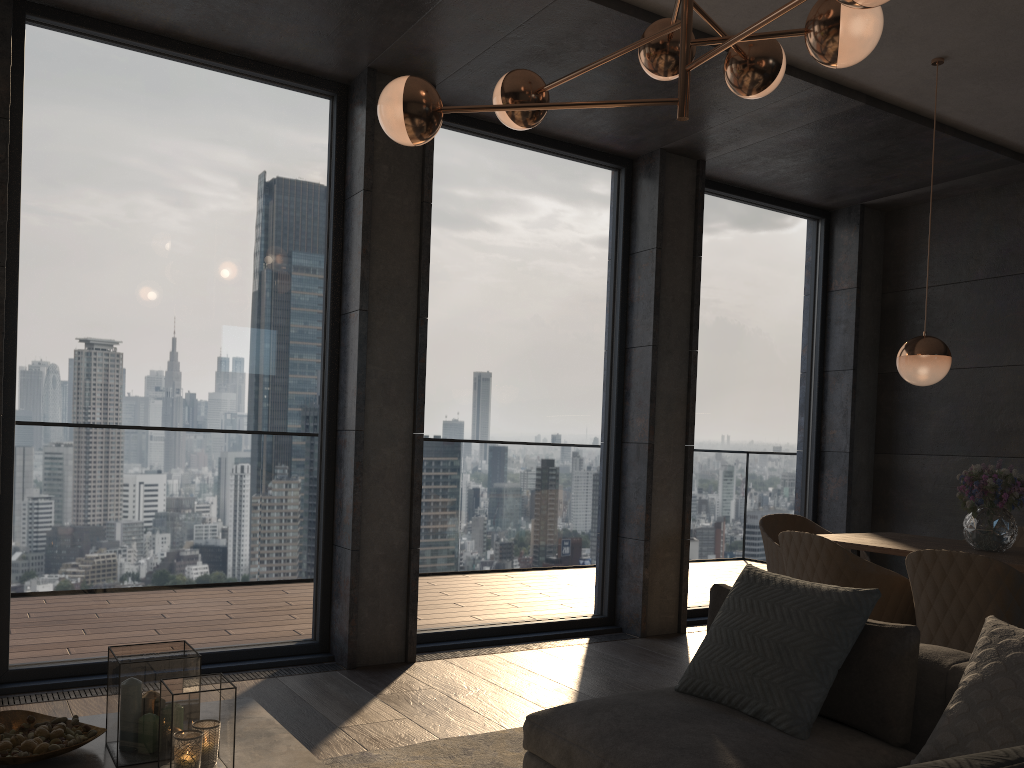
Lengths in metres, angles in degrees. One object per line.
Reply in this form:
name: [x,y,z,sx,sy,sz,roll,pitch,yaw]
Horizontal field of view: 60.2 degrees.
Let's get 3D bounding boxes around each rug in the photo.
rug: [-0.506,1.284,2.224,3.149,0.020,1.729,5,-5,-32]

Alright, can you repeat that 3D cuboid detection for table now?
table: [2.078,1.123,3.918,0.770,0.769,1.466,3,-3,-32]
table: [-0.989,1.106,2.199,0.932,0.309,0.930,4,-4,-32]

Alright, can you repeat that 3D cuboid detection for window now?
window: [-0.758,-0.041,4.745,7.279,3.003,0.198,4,0,-32]

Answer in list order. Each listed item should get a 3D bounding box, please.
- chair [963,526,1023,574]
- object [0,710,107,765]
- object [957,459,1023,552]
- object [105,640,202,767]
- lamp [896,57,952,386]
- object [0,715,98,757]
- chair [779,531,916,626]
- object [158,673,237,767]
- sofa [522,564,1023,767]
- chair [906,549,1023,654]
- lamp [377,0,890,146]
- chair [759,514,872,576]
chair: [2.436,1.141,4.450,0.511,0.837,0.554,2,0,-37]
object: [-1.214,0.903,2.226,0.347,0.084,0.348,-1,-5,36]
object: [2.131,0.535,3.912,0.297,0.409,0.329,2,-1,28]
object: [-0.943,0.830,2.318,0.197,0.261,0.199,3,-1,-32]
lamp: [1.987,-0.762,4.196,0.239,1.546,0.238,2,1,-26]
object: [-1.221,0.904,2.219,0.324,0.072,0.277,6,-5,-43]
chair: [1.448,1.061,3.853,0.511,0.837,0.554,2,0,-22]
object: [-0.777,0.847,2.177,0.150,0.221,0.148,2,-1,-32]
sofa: [0.300,0.893,1.739,2.916,0.784,2.023,4,-4,-32]
chair: [1.774,1.037,3.336,0.511,0.837,0.554,2,0,-37]
lamp: [0.457,-1.192,2.509,1.462,1.039,1.017,1,-2,34]
chair: [1.595,1.127,4.696,0.556,0.837,0.509,2,0,-27]
